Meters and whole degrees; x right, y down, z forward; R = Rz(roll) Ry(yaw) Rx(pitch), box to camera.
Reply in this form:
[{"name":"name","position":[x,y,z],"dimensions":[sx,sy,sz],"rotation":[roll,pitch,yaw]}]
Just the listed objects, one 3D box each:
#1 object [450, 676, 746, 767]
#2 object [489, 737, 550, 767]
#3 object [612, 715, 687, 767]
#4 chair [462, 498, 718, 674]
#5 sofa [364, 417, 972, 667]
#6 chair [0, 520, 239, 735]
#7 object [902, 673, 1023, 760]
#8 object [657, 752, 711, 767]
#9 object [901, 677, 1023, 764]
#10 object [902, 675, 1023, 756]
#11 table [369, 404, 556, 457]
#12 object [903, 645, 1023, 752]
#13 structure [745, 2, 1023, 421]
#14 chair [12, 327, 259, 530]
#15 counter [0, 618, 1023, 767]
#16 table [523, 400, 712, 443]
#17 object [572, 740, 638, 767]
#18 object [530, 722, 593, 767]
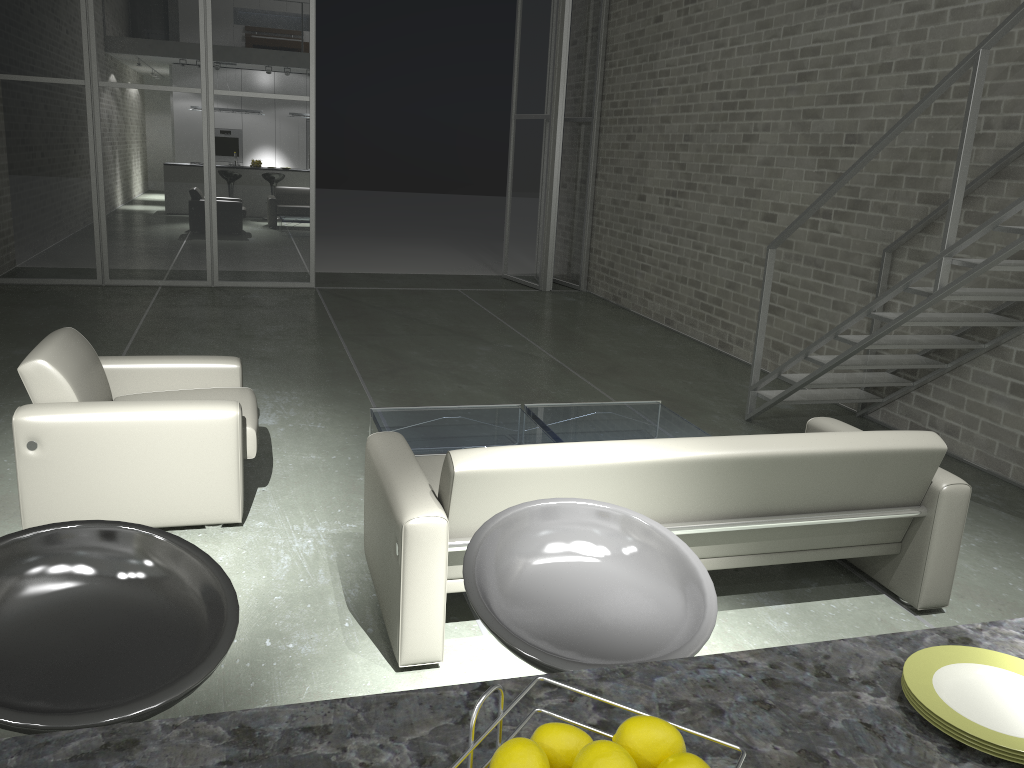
[{"name":"object","position":[0.064,0.359,0.723],"dimensions":[0.207,0.174,0.189],"rotation":[11,16,27]},{"name":"object","position":[0.007,0.324,0.736],"dimensions":[0.051,0.053,0.063],"rotation":[0,15,-14]},{"name":"object","position":[0.117,0.312,0.759],"dimensions":[0.063,0.051,0.053],"rotation":[9,16,20]},{"name":"chair","position":[0.117,0.736,1.675],"dimensions":[0.457,0.931,0.464],"rotation":[3,15,-3]},{"name":"sofa","position":[0.543,0.430,3.366],"dimensions":[2.114,0.717,0.902],"rotation":[-1,15,-17]},{"name":"chair","position":[-0.677,0.743,1.472],"dimensions":[0.457,0.931,0.464],"rotation":[-7,18,-35]},{"name":"object","position":[0.575,0.382,1.045],"dimensions":[0.216,0.017,0.217],"rotation":[7,15,15]},{"name":"object","position":[0.143,0.329,0.716],"dimensions":[0.052,0.060,0.057],"rotation":[-8,19,-38]},{"name":"object","position":[0.575,0.387,1.046],"dimensions":[0.216,0.017,0.217],"rotation":[7,15,15]},{"name":"object","position":[0.575,0.377,1.044],"dimensions":[0.216,0.017,0.217],"rotation":[7,15,15]},{"name":"table","position":[-0.248,0.343,4.402],"dimensions":[0.820,0.270,0.800],"rotation":[-1,15,-17]},{"name":"object","position":[0.575,0.373,1.042],"dimensions":[0.216,0.017,0.217],"rotation":[7,15,15]},{"name":"structure","position":[2.661,-1.265,3.347],"dimensions":[0.902,4.246,4.345],"rotation":[-1,15,-17]},{"name":"chair","position":[-1.601,0.151,3.944],"dimensions":[0.910,0.717,0.963],"rotation":[-1,15,-17]},{"name":"counter","position":[0.482,0.927,0.892],"dimensions":[4.400,0.960,0.900],"rotation":[-1,15,-17]},{"name":"table","position":[0.556,0.328,4.643],"dimensions":[0.820,0.270,0.800],"rotation":[-1,15,-17]},{"name":"object","position":[0.076,0.317,0.717],"dimensions":[0.051,0.053,0.063],"rotation":[-4,16,-25]},{"name":"object","position":[0.044,0.326,0.782],"dimensions":[0.061,0.052,0.053],"rotation":[0,15,-14]}]
